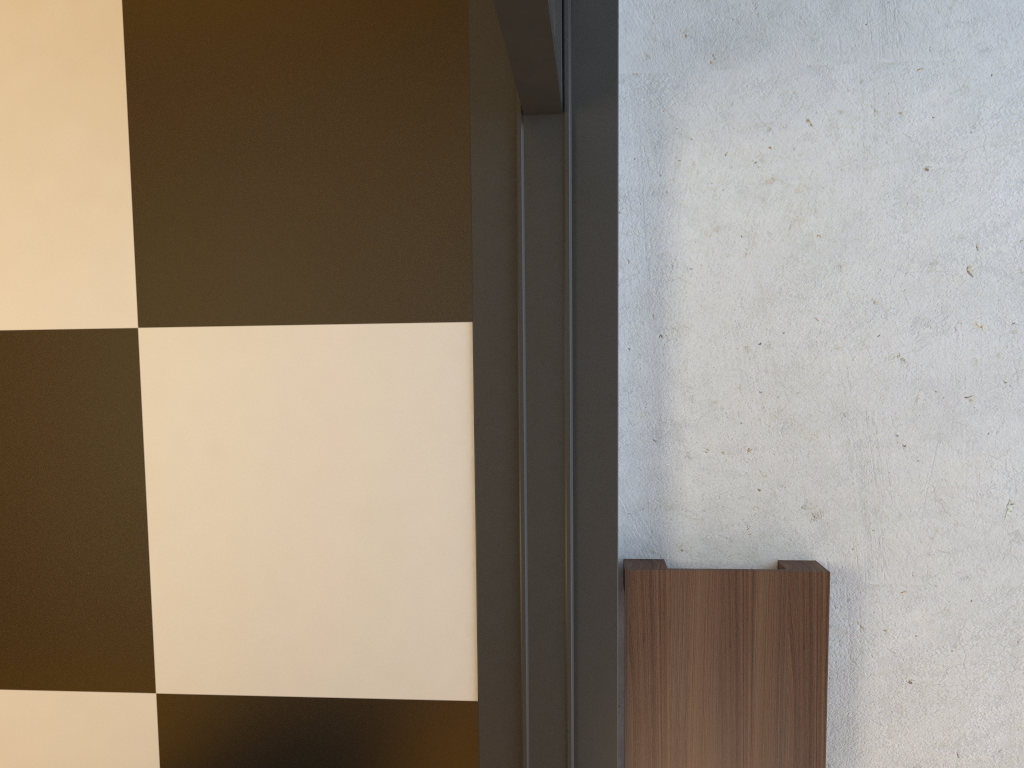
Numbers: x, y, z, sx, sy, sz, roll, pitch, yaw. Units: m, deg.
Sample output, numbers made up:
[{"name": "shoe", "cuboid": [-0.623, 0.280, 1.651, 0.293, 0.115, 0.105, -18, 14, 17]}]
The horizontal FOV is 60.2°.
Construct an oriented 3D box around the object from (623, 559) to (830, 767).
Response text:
[{"name": "object", "cuboid": [0.380, 0.677, 1.611, 0.349, 0.100, 0.709, 0, 95, 5]}]
